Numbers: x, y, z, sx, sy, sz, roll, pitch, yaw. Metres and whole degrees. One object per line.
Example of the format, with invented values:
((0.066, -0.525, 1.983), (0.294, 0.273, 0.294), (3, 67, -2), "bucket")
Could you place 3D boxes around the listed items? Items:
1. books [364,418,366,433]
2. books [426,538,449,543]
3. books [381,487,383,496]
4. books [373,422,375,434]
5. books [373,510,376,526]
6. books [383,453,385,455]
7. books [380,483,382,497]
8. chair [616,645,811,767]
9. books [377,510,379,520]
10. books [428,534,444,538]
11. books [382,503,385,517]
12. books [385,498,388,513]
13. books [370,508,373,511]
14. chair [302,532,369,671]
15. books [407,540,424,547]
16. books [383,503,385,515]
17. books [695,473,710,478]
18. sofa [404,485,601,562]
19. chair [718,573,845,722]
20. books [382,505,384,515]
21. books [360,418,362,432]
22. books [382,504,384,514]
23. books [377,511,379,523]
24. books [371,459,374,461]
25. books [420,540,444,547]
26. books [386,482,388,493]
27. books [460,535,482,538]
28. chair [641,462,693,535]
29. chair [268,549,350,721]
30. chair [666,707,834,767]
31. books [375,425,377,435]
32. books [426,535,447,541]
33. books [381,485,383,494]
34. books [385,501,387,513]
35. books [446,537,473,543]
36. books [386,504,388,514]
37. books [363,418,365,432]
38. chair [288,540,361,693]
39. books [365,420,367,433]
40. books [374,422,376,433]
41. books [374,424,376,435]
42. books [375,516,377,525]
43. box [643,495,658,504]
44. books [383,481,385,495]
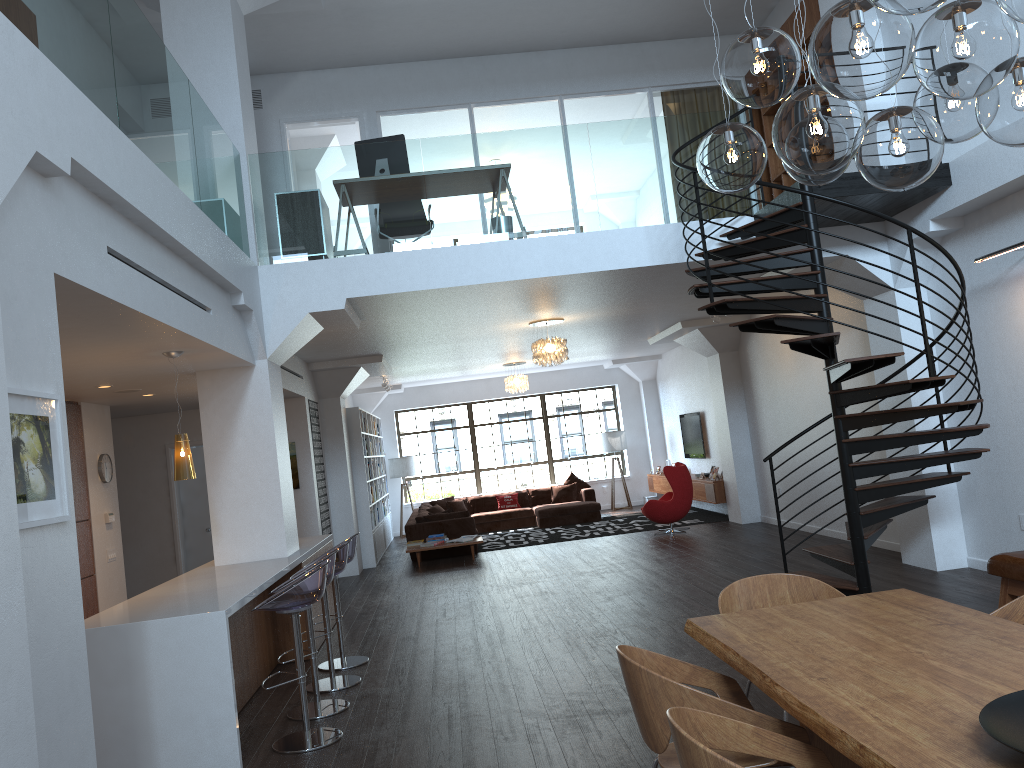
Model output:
((-2.454, 0.677, 14.283), (0.182, 0.253, 0.098), (-7, -4, -5), "books")
((-1.116, 2.327, 13.203), (0.312, 0.037, 0.216), (-6, -4, -15), "books")
((-2.480, 1.954, 16.299), (0.174, 0.242, 0.105), (-7, -4, -5), "books")
((-2.616, 0.837, 16.317), (0.171, 0.246, 0.057), (-7, -4, -5), "books")
((-2.290, 2.168, 14.259), (0.183, 0.253, 0.042), (-7, -4, -5), "books")
((-2.682, 1.411, 17.565), (0.284, 0.035, 0.197), (-9, -4, 25), "books")
((-2.455, 1.930, 16.047), (0.182, 0.253, 0.098), (-7, -4, -5), "books")
((0.696, 1.281, 2.988), (0.618, 0.833, 0.629), (-7, -4, -7), "chair")
((-2.338, 2.255, 15.072), (0.146, 0.202, 0.027), (-7, -4, -5), "books")
((-1.124, 2.261, 13.209), (0.224, 0.027, 0.157), (-7, -4, 0), "books")
((-2.424, 2.314, 16.160), (0.183, 0.253, 0.034), (-7, -4, -5), "books")
((-2.519, 2.381, 17.242), (0.176, 0.290, 0.053), (-7, -4, -5), "books")
((-2.249, 1.925, 13.512), (0.223, 0.027, 0.161), (-7, -4, 5), "books")
((-1.401, 1.722, 7.078), (0.481, 1.014, 0.530), (-7, -4, -3), "chair")
((-1.426, 2.355, 13.118), (0.241, 0.045, 0.334), (-7, -4, -3), "books")
((-2.434, 2.326, 16.320), (0.183, 0.253, 0.034), (-7, -4, -5), "books")
((3.304, 1.557, 15.125), (0.250, 0.053, 0.400), (-7, -4, -5), "books")
((-0.042, 2.314, 15.554), (3.481, 0.664, 4.197), (-7, -4, -5), "sofa")
((1.238, 1.269, 3.785), (0.629, 0.833, 0.618), (-6, -4, -10), "chair")
((-2.409, 2.320, 16.043), (0.161, 0.223, 0.026), (-7, -4, -5), "books")
((-2.424, 0.634, 13.735), (0.170, 0.251, 0.118), (-7, -4, -5), "books")
((-2.425, 2.291, 16.084), (0.176, 0.290, 0.053), (-7, -4, -5), "books")
((-2.336, 2.256, 15.012), (0.139, 0.191, 0.036), (-7, -4, -5), "books")
((-2.430, 1.276, 14.785), (0.223, 0.027, 0.161), (-7, -4, 5), "books")
((-1.156, 2.305, 12.797), (0.236, 0.035, 0.340), (-8, -4, 20), "books")
((-2.586, 2.039, 17.704), (0.176, 0.290, 0.053), (-7, -4, -5), "books")
((-0.629, 2.266, 13.176), (0.256, 0.035, 0.350), (-8, -4, 20), "books")
((2.315, 1.696, 13.231), (0.801, 1.006, 0.798), (-8, -4, 21), "chair")
((-1.324, 1.627, 5.817), (0.481, 1.014, 0.530), (-6, -4, -7), "chair")
((0.736, 1.223, 2.211), (0.618, 0.833, 0.629), (-7, -4, -5), "chair")
((-2.633, 0.852, 16.568), (0.183, 0.253, 0.034), (-7, -4, -5), "books")
((-1.125, 2.292, 13.209), (0.279, 0.035, 0.191), (-7, -4, 5), "books")
((-2.485, 1.975, 16.425), (0.161, 0.222, 0.084), (-7, -4, -5), "books")
((-2.481, 2.368, 16.853), (0.183, 0.253, 0.037), (-7, -4, -5), "books")
((-0.757, 2.257, 12.821), (0.342, 0.040, 0.231), (-10, -5, 35), "books")
((-2.508, 2.396, 17.158), (0.171, 0.246, 0.057), (-7, -4, -5), "books")
((-2.465, 0.653, 14.179), (0.197, 0.290, 0.136), (-7, -4, -5), "books")
((-1.354, 1.674, 6.451), (0.481, 1.014, 0.530), (-6, -4, -7), "chair")
((-2.473, 0.691, 14.470), (0.182, 0.255, 0.077), (-7, -4, -5), "books")
((-2.623, 0.843, 16.432), (0.183, 0.253, 0.034), (-7, -4, -5), "books")
((-2.625, 0.840, 16.399), (0.183, 0.253, 0.034), (-7, -4, -5), "books")
((-2.292, 2.202, 14.404), (0.161, 0.207, 0.135), (-7, -4, -5), "books")
((2.867, 2.396, 18.268), (0.228, 0.165, 0.368), (-7, -4, -5), "box")
((-2.538, 2.004, 17.000), (0.183, 0.253, 0.042), (-7, -4, -5), "books")
